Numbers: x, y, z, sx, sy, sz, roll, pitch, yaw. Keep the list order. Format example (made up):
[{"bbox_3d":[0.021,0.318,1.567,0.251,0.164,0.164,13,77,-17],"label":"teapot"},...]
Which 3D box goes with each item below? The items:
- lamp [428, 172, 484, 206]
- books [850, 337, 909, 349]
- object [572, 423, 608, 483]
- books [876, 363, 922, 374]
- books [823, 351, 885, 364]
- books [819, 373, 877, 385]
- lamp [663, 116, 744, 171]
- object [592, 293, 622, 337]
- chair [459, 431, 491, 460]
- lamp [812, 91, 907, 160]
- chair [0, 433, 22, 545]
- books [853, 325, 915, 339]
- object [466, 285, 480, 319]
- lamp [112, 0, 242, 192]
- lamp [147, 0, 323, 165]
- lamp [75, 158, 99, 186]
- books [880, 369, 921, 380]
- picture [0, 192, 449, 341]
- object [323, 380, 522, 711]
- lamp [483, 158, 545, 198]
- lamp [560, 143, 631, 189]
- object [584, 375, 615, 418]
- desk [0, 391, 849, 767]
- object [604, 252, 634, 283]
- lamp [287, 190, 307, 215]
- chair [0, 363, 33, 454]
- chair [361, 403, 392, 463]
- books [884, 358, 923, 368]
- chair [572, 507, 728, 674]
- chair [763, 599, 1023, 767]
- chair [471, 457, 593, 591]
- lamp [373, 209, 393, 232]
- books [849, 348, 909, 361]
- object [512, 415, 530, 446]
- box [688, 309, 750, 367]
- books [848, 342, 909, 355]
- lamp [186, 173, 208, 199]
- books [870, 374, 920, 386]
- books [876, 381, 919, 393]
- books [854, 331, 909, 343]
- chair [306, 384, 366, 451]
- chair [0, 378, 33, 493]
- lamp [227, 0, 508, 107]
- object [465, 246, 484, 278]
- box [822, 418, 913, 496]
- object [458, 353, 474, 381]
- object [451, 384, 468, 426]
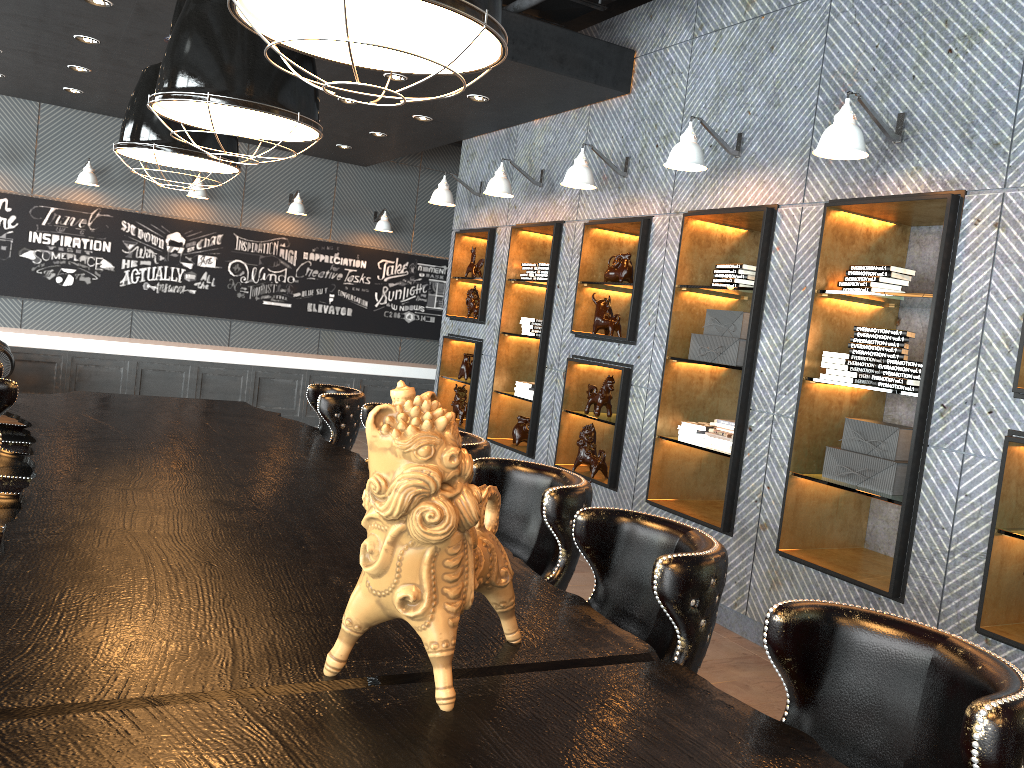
[{"bbox_3d":[-0.486,-1.727,7.883,0.489,0.287,0.244,6,4,-13],"label":"lamp"},{"bbox_3d":[1.810,-0.201,4.359,0.246,0.028,0.193,9,5,31],"label":"books"},{"bbox_3d":[0.564,0.479,6.234,0.177,0.387,0.338,5,4,-21],"label":"object"},{"bbox_3d":[1.895,-0.067,4.219,0.193,0.028,0.246,4,5,-39],"label":"books"},{"bbox_3d":[1.716,-0.133,4.444,0.245,0.028,0.194,5,4,-22],"label":"books"},{"bbox_3d":[1.697,-0.022,4.448,0.245,0.028,0.194,4,5,-36],"label":"books"},{"bbox_3d":[1.104,-1.342,4.974,0.489,0.287,0.244,6,4,-13],"label":"lamp"},{"bbox_3d":[0.672,-0.476,6.212,0.154,0.309,0.325,5,4,-24],"label":"object"},{"bbox_3d":[-0.423,0.728,3.448,0.568,1.092,0.504,4,5,-39],"label":"chair"},{"bbox_3d":[1.619,-1.168,4.026,0.489,0.287,0.244,6,4,-13],"label":"lamp"},{"bbox_3d":[-1.641,0.631,2.767,0.568,1.092,0.504,5,4,-32],"label":"chair"},{"bbox_3d":[1.824,-0.254,4.339,0.246,0.028,0.193,10,5,36],"label":"books"},{"bbox_3d":[-0.325,-0.733,8.077,0.155,0.329,0.236,5,4,-24],"label":"object"},{"bbox_3d":[-1.588,-2.145,4.484,0.621,2.301,0.621,8,4,16],"label":"lamp"},{"bbox_3d":[-0.892,-1.969,3.210,0.621,2.301,0.621,8,4,16],"label":"lamp"},{"bbox_3d":[-4.630,-2.327,9.753,0.243,0.287,0.490,6,4,-13],"label":"lamp"},{"bbox_3d":[1.918,-0.035,4.213,0.193,0.028,0.246,4,5,-33],"label":"books"},{"bbox_3d":[-2.784,-1.299,11.223,12.461,1.102,0.200,5,4,-29],"label":"picture"},{"bbox_3d":[-0.113,0.267,1.643,0.249,0.545,0.475,8,4,24],"label":"object"},{"bbox_3d":[0.031,-1.606,6.937,0.489,0.287,0.244,6,4,-13],"label":"lamp"},{"bbox_3d":[0.579,-1.450,5.932,0.489,0.287,0.244,6,4,-13],"label":"lamp"},{"bbox_3d":[0.612,0.073,6.279,0.143,0.306,0.317,4,5,-34],"label":"object"},{"bbox_3d":[-0.272,0.975,1.590,1.433,0.926,7.602,5,5,-29],"label":"desk"},{"bbox_3d":[0.744,-0.805,6.164,0.138,0.222,0.278,5,4,-30],"label":"object"},{"bbox_3d":[-2.621,-2.221,10.865,0.243,0.287,0.490,6,4,-13],"label":"lamp"},{"bbox_3d":[-2.377,0.453,3.996,0.568,1.092,0.504,6,4,-20],"label":"chair"},{"bbox_3d":[-0.667,0.652,4.091,0.568,1.092,0.504,5,4,-32],"label":"chair"},{"bbox_3d":[1.925,-0.090,4.188,0.193,0.028,0.246,4,5,-34],"label":"books"},{"bbox_3d":[0.181,0.891,2.209,0.568,1.092,0.504,5,4,-21],"label":"chair"},{"bbox_3d":[0.526,0.981,1.535,0.568,1.092,0.504,5,4,-27],"label":"chair"},{"bbox_3d":[-0.087,0.813,2.833,0.568,1.092,0.504,4,4,-34],"label":"chair"},{"bbox_3d":[-1.650,-2.106,11.411,0.243,0.287,0.490,6,4,-13],"label":"lamp"},{"bbox_3d":[1.793,-0.144,4.331,0.246,0.028,0.193,9,5,30],"label":"books"},{"bbox_3d":[0.158,0.388,7.263,0.314,0.251,0.157,6,4,-14],"label":"object"},{"bbox_3d":[1.283,-0.278,5.297,0.298,0.315,0.420,5,4,-29],"label":"box"},{"bbox_3d":[1.788,-0.172,4.327,0.246,0.028,0.193,10,5,33],"label":"books"},{"bbox_3d":[-3.627,-2.301,10.305,0.243,0.287,0.490,6,4,-13],"label":"lamp"},{"bbox_3d":[1.856,-0.013,4.197,0.193,0.028,0.246,6,4,-18],"label":"books"},{"bbox_3d":[1.889,0.019,4.195,0.193,0.028,0.246,5,5,-25],"label":"books"},{"bbox_3d":[1.807,-0.228,4.340,0.245,0.028,0.193,9,4,22],"label":"books"},{"bbox_3d":[-1.112,0.555,4.689,0.568,1.092,0.504,6,4,-20],"label":"chair"},{"bbox_3d":[-1.972,0.545,3.397,0.568,1.092,0.504,6,4,-20],"label":"chair"},{"bbox_3d":[-0.197,-1.793,1.937,0.621,2.301,0.621,8,4,16],"label":"lamp"},{"bbox_3d":[-0.323,-1.106,8.056,0.097,0.290,0.290,5,4,-31],"label":"object"},{"bbox_3d":[1.767,0.347,4.359,0.323,0.315,0.420,5,4,-29],"label":"box"},{"bbox_3d":[-0.377,-0.157,8.185,0.126,0.249,0.253,10,5,36],"label":"object"},{"bbox_3d":[-0.452,0.191,8.166,0.169,0.362,0.269,4,5,-36],"label":"object"}]
